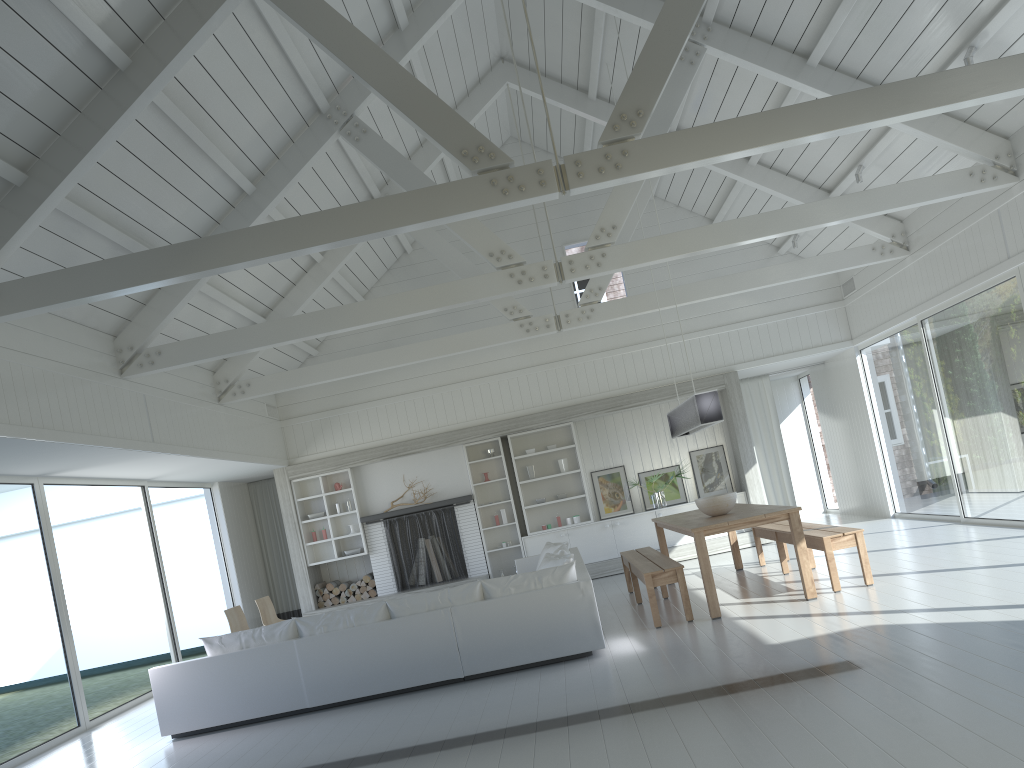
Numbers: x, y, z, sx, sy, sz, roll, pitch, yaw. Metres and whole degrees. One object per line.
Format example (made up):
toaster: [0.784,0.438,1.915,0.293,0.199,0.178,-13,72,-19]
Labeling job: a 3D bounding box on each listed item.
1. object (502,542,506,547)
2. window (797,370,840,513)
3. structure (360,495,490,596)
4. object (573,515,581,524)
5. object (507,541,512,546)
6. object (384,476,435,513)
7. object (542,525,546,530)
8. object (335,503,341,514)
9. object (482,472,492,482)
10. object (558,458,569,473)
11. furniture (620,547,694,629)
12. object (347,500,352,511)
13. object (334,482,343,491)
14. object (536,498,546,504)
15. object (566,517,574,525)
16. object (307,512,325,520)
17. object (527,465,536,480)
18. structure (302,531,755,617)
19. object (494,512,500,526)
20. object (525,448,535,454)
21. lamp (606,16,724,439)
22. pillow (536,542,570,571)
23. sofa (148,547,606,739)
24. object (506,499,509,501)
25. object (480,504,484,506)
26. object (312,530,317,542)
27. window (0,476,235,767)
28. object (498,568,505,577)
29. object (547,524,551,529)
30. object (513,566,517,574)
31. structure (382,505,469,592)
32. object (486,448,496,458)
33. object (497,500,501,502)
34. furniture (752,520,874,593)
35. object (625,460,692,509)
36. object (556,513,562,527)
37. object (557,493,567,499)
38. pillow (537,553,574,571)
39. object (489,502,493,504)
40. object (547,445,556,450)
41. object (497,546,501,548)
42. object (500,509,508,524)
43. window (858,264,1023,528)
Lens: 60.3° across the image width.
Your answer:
object: [-0.110,2.287,12.561,0.054,0.071,0.054,-12,-4,1]
window: [5.165,0.979,14.765,0.038,2.421,0.948,-12,-2,1]
structure: [-1.200,2.386,12.729,1.618,1.282,0.862,-12,-3,2]
object: [0.917,1.915,12.485,0.086,0.111,0.084,-15,-5,37]
object: [-0.036,2.277,12.556,0.058,0.061,0.058,-12,-4,1]
object: [-1.415,1.490,12.392,0.776,0.501,0.463,-9,-5,-28]
object: [0.456,2.035,12.519,0.054,0.071,0.055,-11,-4,-19]
object: [-2.482,1.757,12.579,0.054,0.195,0.054,-12,-2,3]
object: [-0.364,1.332,12.582,0.136,0.130,0.139,-7,-7,-45]
object: [0.736,1.163,12.529,0.102,0.196,0.104,-9,-4,-43]
furniture: [1.372,1.938,8.646,0.340,0.469,2.695,-12,-7,1]
object: [-2.320,1.722,12.572,0.054,0.195,0.054,-12,-2,3]
object: [-2.480,1.464,12.574,0.059,0.126,0.234,-9,-6,-43]
object: [0.412,1.664,12.537,0.141,0.066,0.142,-12,-6,2]
object: [0.830,1.951,12.557,0.093,0.095,0.089,-15,-5,36]
object: [-2.797,1.889,12.608,0.241,0.072,0.245,-10,-7,-13]
object: [0.277,1.261,12.549,0.103,0.196,0.103,-12,-3,2]
structure: [0.289,2.792,12.950,6.355,0.345,1.892,-12,-7,2]
object: [-0.216,1.919,12.569,0.054,0.195,0.054,-12,-2,1]
object: [0.267,0.967,12.554,0.141,0.066,0.142,-12,-6,2]
lamp: [1.354,-1.610,8.651,0.200,4.230,1.912,-12,-2,1]
pillow: [0.480,1.991,9.614,0.461,0.475,2.075,-11,-7,-6]
sofa: [-0.958,2.292,8.754,3.479,0.735,4.156,-12,-7,2]
object: [-0.064,1.660,12.658,0.054,0.025,0.054,-12,-6,2]
object: [-0.419,1.714,12.510,0.054,0.025,0.054,-12,-6,2]
object: [-2.825,2.156,12.590,0.054,0.195,0.054,-12,-2,3]
window: [-4.246,2.059,8.244,0.080,2.409,8.762,-12,-7,1]
object: [-0.143,2.698,12.552,0.136,0.130,0.139,-7,-7,-45]
object: [0.526,2.029,12.542,0.058,0.061,0.058,-10,-5,-21]
object: [0.071,2.652,12.542,0.136,0.130,0.139,-7,-7,-45]
structure: [-1.221,2.320,12.375,1.098,1.060,0.117,-12,-1,2]
object: [-0.294,0.990,12.557,0.163,0.123,0.160,-15,-6,34]
object: [-0.182,1.678,12.609,0.054,0.025,0.054,-12,-6,2]
furniture: [2.837,1.625,8.581,0.340,0.469,2.695,-12,-7,1]
object: [2.083,1.413,12.277,0.971,0.627,0.625,-12,-4,0]
object: [0.665,1.929,12.527,0.054,0.195,0.054,-12,-2,1]
object: [0.721,1.617,12.665,0.141,0.066,0.142,-12,-6,2]
pillow: [0.362,1.792,7.954,0.465,0.475,1.329,-11,-7,-7]
object: [-0.301,1.696,12.560,0.054,0.025,0.054,-12,-6,2]
object: [0.576,0.920,12.682,0.141,0.066,0.142,-12,-6,2]
object: [-0.180,2.327,12.564,0.054,0.025,0.054,-12,-6,2]
object: [-0.113,1.889,12.563,0.072,0.210,0.071,-12,-2,1]
window: [4.752,-0.015,6.735,0.080,2.408,10.989,-12,-7,1]
